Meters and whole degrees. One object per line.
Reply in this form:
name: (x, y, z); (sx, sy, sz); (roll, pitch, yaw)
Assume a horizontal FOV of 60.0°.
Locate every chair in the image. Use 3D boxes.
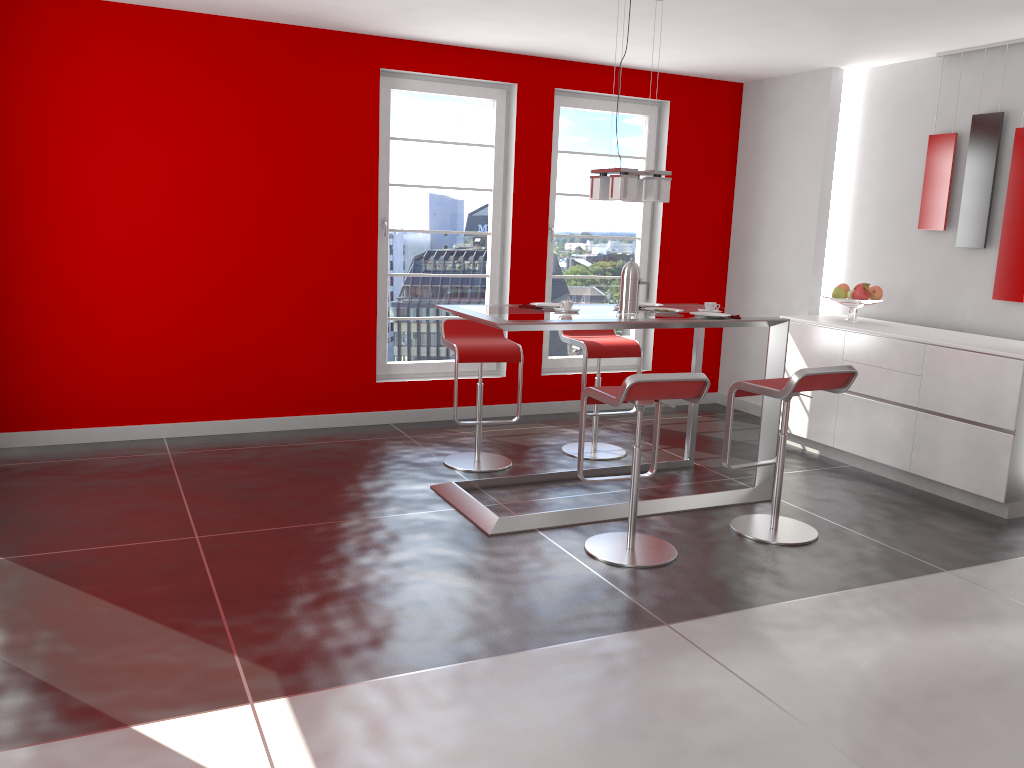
chair: (0.563, 0.340, 3.938); (0.418, 0.857, 0.460); (-2, 11, -20)
chair: (0.541, 0.014, 5.693); (0.418, 0.857, 0.460); (-2, 11, -23)
chair: (-0.199, 0.052, 5.324); (0.418, 0.857, 0.460); (-1, 11, -18)
chair: (1.321, 0.306, 4.289); (0.418, 0.857, 0.460); (-4, 12, -30)

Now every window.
window: (0.670, -1.140, 6.884); (0.938, 2.038, 0.117); (-3, 12, -25)
window: (-0.506, -1.085, 6.331); (0.938, 2.038, 0.117); (-3, 12, -25)

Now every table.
table: (0.510, 0.111, 4.766); (1.700, 1.000, 0.800); (-3, 12, -25)

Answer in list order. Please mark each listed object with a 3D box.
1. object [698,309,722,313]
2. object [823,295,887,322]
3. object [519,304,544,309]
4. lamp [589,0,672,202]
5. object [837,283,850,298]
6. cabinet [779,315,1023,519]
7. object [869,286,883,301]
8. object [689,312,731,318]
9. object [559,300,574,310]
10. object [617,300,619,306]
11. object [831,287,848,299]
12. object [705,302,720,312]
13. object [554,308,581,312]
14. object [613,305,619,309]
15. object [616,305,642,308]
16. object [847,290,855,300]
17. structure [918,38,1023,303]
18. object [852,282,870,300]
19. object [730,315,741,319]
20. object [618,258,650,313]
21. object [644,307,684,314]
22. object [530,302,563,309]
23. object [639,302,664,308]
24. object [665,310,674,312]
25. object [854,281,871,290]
object: (1.081, -0.396, 4.847); (0.119, 0.016, 0.119); (1, 11, -6)
object: (2.278, -0.497, 5.920); (0.398, 0.159, 0.398); (7, 11, 23)
object: (0.076, -0.415, 4.732); (0.095, 0.012, 0.234); (-3, 12, -26)
lamp: (0.624, -1.451, 4.499); (0.304, 1.025, 0.304); (-3, 12, -25)
object: (2.241, -0.627, 5.998); (0.096, 0.105, 0.117); (3, 10, 3)
cabinet: (2.493, 0.111, 5.535); (0.610, 0.880, 1.802); (-3, 12, -25)
object: (2.403, -0.599, 5.855); (0.097, 0.101, 0.121); (12, 14, 42)
object: (1.032, -0.357, 4.621); (0.217, 0.015, 0.217); (4, 11, 11)
object: (0.279, -0.406, 4.590); (0.078, 0.049, 0.062); (2, 10, -3)
object: (0.615, -0.442, 4.863); (0.078, 0.049, 0.062); (5, 11, 14)
object: (2.169, -0.599, 5.872); (0.100, 0.086, 0.083); (7, 11, 23)
object: (1.089, -0.420, 4.846); (0.078, 0.049, 0.062); (-3, 12, -25)
object: (0.286, -0.382, 4.595); (0.119, 0.016, 0.119); (12, 15, 44)
object: (0.622, -0.418, 4.865); (0.119, 0.016, 0.119); (-3, 12, -28)
object: (0.631, -0.442, 5.000); (0.095, 0.012, 0.234); (-3, 12, -26)
object: (2.285, -0.591, 5.930); (0.086, 0.079, 0.084); (3, 10, 3)
structure: (2.853, -1.286, 5.402); (0.040, 1.503, 0.820); (-3, 12, -25)
object: (2.280, -0.602, 5.807); (0.097, 0.133, 0.117); (-5, 13, -36)
object: (1.159, -0.360, 4.674); (0.095, 0.012, 0.234); (-3, 12, -25)
object: (0.638, -0.521, 4.669); (0.149, 0.287, 0.113); (-1, 11, -17)
object: (0.818, -0.393, 4.768); (0.217, 0.015, 0.217); (4, 11, 12)
object: (0.203, -0.422, 4.788); (0.217, 0.015, 0.217); (2, 10, -2)
object: (0.757, -0.449, 5.056); (0.217, 0.015, 0.217); (11, 14, 39)
object: (0.843, -0.391, 4.742); (0.034, 0.006, 0.036); (-6, 13, -37)
object: (2.360, -0.631, 5.972); (0.117, 0.129, 0.150); (6, 11, 21)
